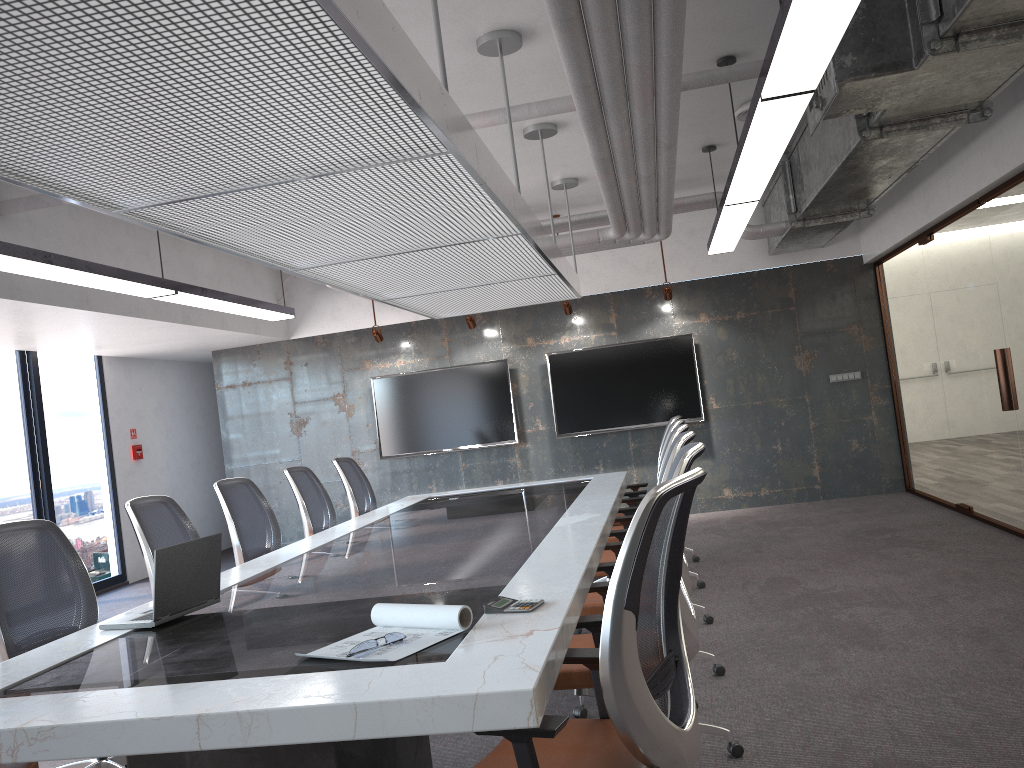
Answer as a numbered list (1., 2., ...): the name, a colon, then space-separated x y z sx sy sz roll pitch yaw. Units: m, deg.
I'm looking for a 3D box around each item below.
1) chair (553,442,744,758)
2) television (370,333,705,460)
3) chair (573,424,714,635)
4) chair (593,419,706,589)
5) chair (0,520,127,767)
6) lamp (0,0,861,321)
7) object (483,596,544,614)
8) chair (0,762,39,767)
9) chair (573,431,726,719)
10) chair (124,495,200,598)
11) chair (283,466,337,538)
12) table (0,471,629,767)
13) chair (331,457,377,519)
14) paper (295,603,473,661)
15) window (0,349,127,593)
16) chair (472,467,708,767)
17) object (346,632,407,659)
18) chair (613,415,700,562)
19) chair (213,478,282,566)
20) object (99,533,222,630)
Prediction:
1. chair: 0.370 0.836 3.189 0.828 1.166 0.789 -6 -2 -27
2. television: 0.230 0.160 9.913 3.667 0.960 0.101 -8 -2 9
3. chair: 0.685 0.854 5.058 0.828 1.166 0.789 -6 -2 -27
4. chair: 0.843 0.863 5.992 0.828 1.166 0.789 -6 -2 -27
5. chair: -1.716 1.117 3.628 0.828 1.166 0.789 -7 -2 -16
6. lamp: -0.701 -1.318 4.794 4.126 0.908 6.097 -8 -2 9
7. object: 0.007 0.686 2.770 0.161 0.026 0.126 -8 -2 24
8. chair: -1.807 1.099 2.684 0.828 1.166 0.789 -6 -2 -27
9. chair: 0.528 0.845 4.123 0.828 1.166 0.789 -6 -2 -27
10. chair: -1.492 1.117 4.554 0.828 1.166 0.789 -6 -2 -27
11. chair: -1.177 1.135 6.423 0.828 1.166 0.789 -6 -2 -27
12. table: -0.375 1.188 4.803 1.898 0.745 5.498 -8 -2 9
13. chair: -1.020 1.144 7.357 0.828 1.166 0.789 -6 -2 -27
14. paper: -0.365 0.708 2.553 0.348 0.069 0.379 -9 -2 35
15. window: -5.274 0.851 5.399 0.121 2.670 9.225 -8 -2 9
16. chair: 0.164 0.834 2.265 0.828 1.166 0.789 -7 -2 -11
17. object: -0.365 0.721 2.463 0.200 0.036 0.049 -6 -2 -44
18. chair: 1.000 0.872 6.927 0.828 1.166 0.789 -6 -2 -27
19. chair: -1.405 1.139 5.603 0.828 1.166 0.789 -7 -2 -21
20. object: -1.342 0.751 3.405 0.308 0.277 0.366 -8 -2 20
